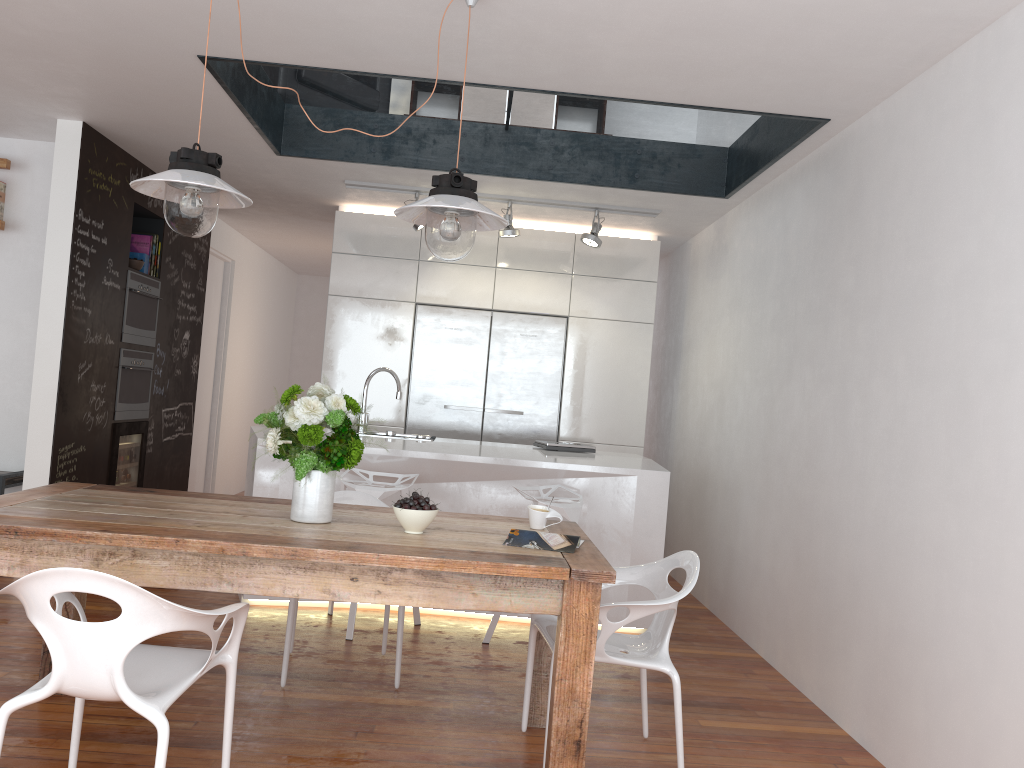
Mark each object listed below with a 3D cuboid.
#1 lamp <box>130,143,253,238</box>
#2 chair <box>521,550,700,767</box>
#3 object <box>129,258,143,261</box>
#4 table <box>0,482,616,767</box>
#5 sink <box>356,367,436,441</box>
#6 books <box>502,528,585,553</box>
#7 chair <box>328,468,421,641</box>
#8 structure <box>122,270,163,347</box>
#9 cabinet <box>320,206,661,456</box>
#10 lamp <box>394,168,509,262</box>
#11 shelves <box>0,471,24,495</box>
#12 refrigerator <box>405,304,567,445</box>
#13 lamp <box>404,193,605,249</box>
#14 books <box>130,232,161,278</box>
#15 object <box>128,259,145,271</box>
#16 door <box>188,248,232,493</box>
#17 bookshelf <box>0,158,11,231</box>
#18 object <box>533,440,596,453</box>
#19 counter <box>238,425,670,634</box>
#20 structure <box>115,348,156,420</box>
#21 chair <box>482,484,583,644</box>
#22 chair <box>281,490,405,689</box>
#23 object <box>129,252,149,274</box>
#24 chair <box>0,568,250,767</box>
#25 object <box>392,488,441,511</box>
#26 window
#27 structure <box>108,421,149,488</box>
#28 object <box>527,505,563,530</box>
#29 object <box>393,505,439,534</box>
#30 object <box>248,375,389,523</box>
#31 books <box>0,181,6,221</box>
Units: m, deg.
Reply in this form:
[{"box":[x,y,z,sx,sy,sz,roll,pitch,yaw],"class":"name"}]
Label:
[{"box":[-1.024,-0.622,2.847,0.372,0.306,0.372,5,-1,-8],"class":"lamp"},{"box":[0.339,0.901,2.972,0.505,0.710,0.577,5,-1,-8],"class":"chair"},{"box":[-2.505,-0.818,5.896,0.077,0.042,0.116,5,-1,11],"class":"object"},{"box":[-0.717,0.800,2.835,1.910,0.735,0.969,5,-1,-3],"class":"table"},{"box":[-0.696,0.193,5.270,0.492,0.570,0.459,5,-1,-3],"class":"sink"},{"box":[0.106,0.484,2.794,0.218,0.035,0.267,5,-1,12],"class":"books"},{"box":[-0.698,0.814,4.331,0.492,0.765,0.428,5,-1,7],"class":"chair"},{"box":[-2.468,-0.494,5.966,0.052,0.462,0.585,5,-1,-3],"class":"structure"},{"box":[-0.214,0.030,6.962,2.404,2.506,0.946,5,-1,-3],"class":"cabinet"},{"box":[-0.196,-0.551,2.886,0.372,0.306,0.372,6,-1,-41],"class":"lamp"},{"box":[-4.631,0.625,5.124,3.473,0.506,0.414,5,-1,-3],"class":"shelves"},{"box":[-0.221,0.364,6.500,1.119,1.811,0.142,5,-1,-3],"class":"refrigerator"},{"box":[-0.053,-1.076,5.842,1.324,0.254,0.154,5,-1,-3],"class":"lamp"},{"box":[-2.597,-0.903,6.178,0.230,0.303,0.152,5,-1,-3],"class":"books"},{"box":[-2.517,-0.785,5.893,0.132,0.069,0.132,4,-1,31],"class":"object"},{"box":[-2.699,-0.032,7.731,0.120,2.236,0.823,5,-1,-3],"class":"door"},{"box":[-4.498,-1.230,5.250,2.983,0.465,0.161,5,-1,-3],"class":"bookshelf"},{"box":[0.308,0.370,5.272,0.298,0.036,0.325,5,-1,-13],"class":"object"},{"box":[-0.373,0.785,5.028,2.289,0.903,0.956,5,-1,-3],"class":"counter"},{"box":[-2.510,0.007,5.957,0.052,0.462,0.585,5,-1,-3],"class":"structure"},{"box":[0.204,0.890,4.302,0.428,0.765,0.492,4,-1,42],"class":"chair"},{"box":[-0.689,0.827,3.689,0.577,0.710,0.505,5,-1,-13],"class":"chair"},{"box":[-2.558,-0.820,6.035,0.136,0.136,0.110,5,-1,-10],"class":"object"},{"box":[-1.000,0.774,2.244,0.577,0.710,0.505,5,-1,2],"class":"chair"},{"box":[-0.300,0.376,2.782,0.159,0.095,0.141,5,-1,-17],"class":"object"},{"box":[0.019,-1.543,4.559,2.700,0.035,1.546,5,-1,-3],"class":"window"},{"box":[-2.556,0.637,5.945,0.081,0.763,0.582,5,-1,-3],"class":"structure"},{"box":[0.114,0.468,3.091,0.127,0.078,0.082,5,-1,3],"class":"object"},{"box":[-0.305,0.426,2.781,0.146,0.079,0.146,5,-1,6],"class":"object"},{"box":[-0.644,0.199,2.871,0.371,0.476,0.432,4,-1,39],"class":"object"},{"box":[-3.093,-1.960,5.568,5.671,1.974,0.733,5,-1,-13],"class":"books"}]
